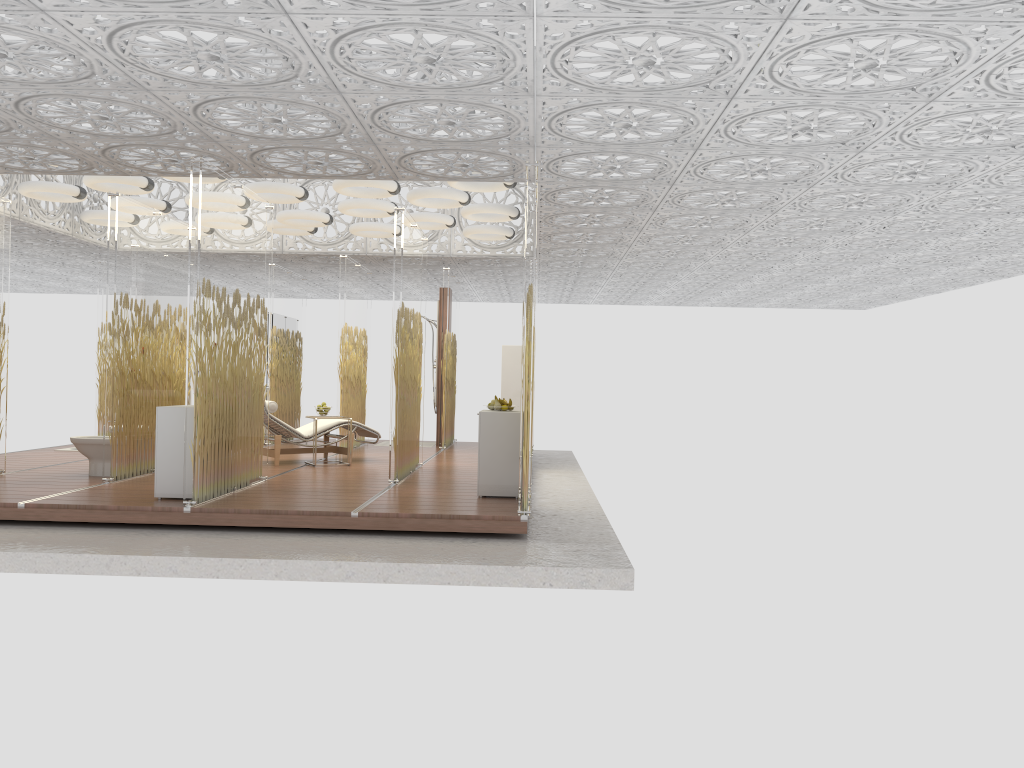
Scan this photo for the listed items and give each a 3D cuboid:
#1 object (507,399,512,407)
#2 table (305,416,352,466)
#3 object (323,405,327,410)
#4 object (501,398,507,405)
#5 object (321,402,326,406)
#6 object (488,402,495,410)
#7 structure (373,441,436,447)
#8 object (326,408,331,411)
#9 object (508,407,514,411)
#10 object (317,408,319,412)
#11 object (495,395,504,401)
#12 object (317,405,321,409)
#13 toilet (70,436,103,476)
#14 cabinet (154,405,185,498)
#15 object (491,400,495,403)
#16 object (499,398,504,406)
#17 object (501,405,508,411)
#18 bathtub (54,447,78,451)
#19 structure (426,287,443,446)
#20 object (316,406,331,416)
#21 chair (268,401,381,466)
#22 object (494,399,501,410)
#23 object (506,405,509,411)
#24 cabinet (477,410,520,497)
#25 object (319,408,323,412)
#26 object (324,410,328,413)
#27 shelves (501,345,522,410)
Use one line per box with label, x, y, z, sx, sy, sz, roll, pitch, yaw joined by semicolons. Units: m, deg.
object;-0.028;0.165;7.860;0.051;0.079;0.186;1;0;-20
table;-2.090;0.637;10.076;0.420;0.535;0.420;1;0;-28
object;-2.121;0.269;10.055;0.055;0.054;0.050;1;0;-29
object;-0.066;0.156;7.827;0.045;0.064;0.202;1;0;5
object;-2.140;0.232;10.086;0.055;0.056;0.055;1;0;2
object;-0.177;0.194;7.789;0.066;0.065;0.091;1;0;16
structure;-1.617;0.943;13.657;0.879;0.039;1.053;1;0;2
object;-2.094;0.282;10.102;0.055;0.048;0.054;1;0;-5
object;-0.022;0.191;7.865;0.035;0.092;0.194;1;0;-29
object;-2.198;0.292;10.061;0.040;0.040;0.039;1;0;-7
object;-0.118;0.141;7.845;0.035;0.084;0.200;1;0;23
object;-2.186;0.256;10.045;0.047;0.045;0.047;1;0;2
toilet;-3.955;0.636;8.583;0.611;0.506;0.401;1;0;2
cabinet;-2.613;0.538;7.249;0.358;0.712;0.595;1;0;2
object;-0.150;0.172;7.905;0.077;0.067;0.078;1;0;3
object;-0.085;0.164;7.842;0.032;0.085;0.186;1;0;13
object;-0.067;0.209;7.748;0.055;0.055;0.066;1;0;-41
bathtub;-5.373;0.949;11.958;0.700;0.582;1.700;1;0;2
structure;-1.257;-0.270;13.572;0.624;2.402;0.433;1;0;-12
object;-2.149;0.312;10.093;0.206;0.105;0.206;1;0;-43
chair;-2.431;0.505;10.345;1.787;0.811;0.635;1;0;-38
object;-0.125;0.180;7.737;0.064;0.097;0.064;1;0;-8
object;-0.049;0.191;7.848;0.030;0.090;0.195;1;0;-14
cabinet;-0.101;0.594;7.795;0.358;0.712;0.595;1;0;2
object;-2.162;0.290;10.036;0.047;0.045;0.047;1;0;6
object;-2.105;0.311;10.062;0.045;0.042;0.045;1;0;-4
shelves;0.029;0.217;11.955;0.344;1.460;0.366;1;0;2
